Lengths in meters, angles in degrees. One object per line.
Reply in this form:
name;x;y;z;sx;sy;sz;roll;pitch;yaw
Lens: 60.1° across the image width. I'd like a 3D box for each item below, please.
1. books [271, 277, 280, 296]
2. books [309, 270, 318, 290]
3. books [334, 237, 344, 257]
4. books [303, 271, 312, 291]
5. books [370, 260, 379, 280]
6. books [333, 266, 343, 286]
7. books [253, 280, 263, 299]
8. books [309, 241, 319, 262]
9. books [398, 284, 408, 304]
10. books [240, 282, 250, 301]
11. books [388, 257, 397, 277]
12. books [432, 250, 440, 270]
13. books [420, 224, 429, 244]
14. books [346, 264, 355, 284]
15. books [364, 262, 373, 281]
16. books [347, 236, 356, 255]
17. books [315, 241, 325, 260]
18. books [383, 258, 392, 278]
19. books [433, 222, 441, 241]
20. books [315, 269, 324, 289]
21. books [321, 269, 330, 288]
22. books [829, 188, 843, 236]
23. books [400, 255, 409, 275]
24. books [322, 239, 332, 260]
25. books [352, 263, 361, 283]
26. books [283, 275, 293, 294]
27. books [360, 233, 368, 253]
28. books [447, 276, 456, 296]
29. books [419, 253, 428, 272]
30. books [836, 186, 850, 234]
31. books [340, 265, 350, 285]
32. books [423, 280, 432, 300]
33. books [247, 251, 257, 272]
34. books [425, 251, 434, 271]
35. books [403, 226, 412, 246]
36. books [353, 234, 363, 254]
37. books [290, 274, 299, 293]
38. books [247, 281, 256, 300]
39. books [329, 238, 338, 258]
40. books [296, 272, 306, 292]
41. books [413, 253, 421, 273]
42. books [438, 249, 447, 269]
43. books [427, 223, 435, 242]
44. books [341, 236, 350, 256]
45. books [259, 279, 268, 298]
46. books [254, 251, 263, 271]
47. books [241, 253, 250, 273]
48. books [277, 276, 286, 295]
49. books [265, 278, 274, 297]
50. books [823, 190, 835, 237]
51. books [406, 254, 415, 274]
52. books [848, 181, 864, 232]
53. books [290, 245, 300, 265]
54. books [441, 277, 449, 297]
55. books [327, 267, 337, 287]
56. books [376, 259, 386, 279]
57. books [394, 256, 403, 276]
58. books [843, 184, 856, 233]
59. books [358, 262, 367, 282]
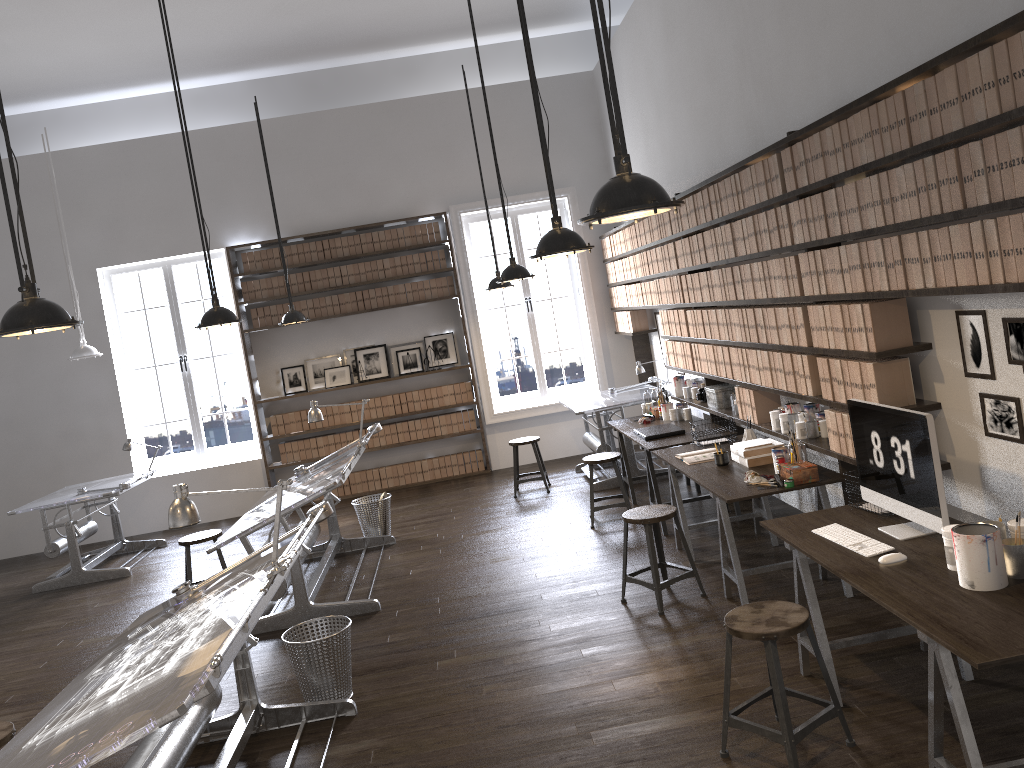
books;-2.659;-1.096;10.017;0.067;0.225;0.175;-10;3;-3
books;-2.237;-1.170;10.053;0.067;0.225;0.175;-10;3;-3
books;-1.954;-1.542;10.058;0.067;0.225;0.175;-10;3;-4
books;-2.309;-1.157;10.042;0.067;0.225;0.175;-10;3;-4
books;-1.558;-1.289;10.098;0.067;0.225;0.175;-10;3;-3
books;-1.968;-1.217;10.068;0.067;0.225;0.175;-10;3;-4
books;-2.857;-1.061;10.005;0.067;0.225;0.175;-10;3;-3
books;-2.236;-1.493;10.041;0.067;0.225;0.175;-10;3;-4
books;-1.244;-1.028;10.125;0.067;0.225;0.175;-10;3;-4
books;-2.996;-1.038;10.001;0.067;0.225;0.175;-10;3;-4
books;-1.356;-1.324;10.112;0.067;0.225;0.175;-10;3;-3
books;-0.868;-1.410;10.147;0.067;0.225;0.175;-10;3;-4
books;-0.997;-1.710;10.131;0.067;0.225;0.175;-10;3;-4
books;-1.823;-1.242;10.078;0.067;0.225;0.175;-10;3;-4
books;-1.627;-1.277;10.095;0.067;0.225;0.175;-10;3;-3
books;-1.815;-1.567;10.075;0.067;0.225;0.175;-10;3;-3
books;-2.166;-1.505;10.050;0.067;0.225;0.175;-10;3;-4
books;-1.418;-1.313;10.106;0.067;0.225;0.175;-10;3;-3
books;-0.857;-1.734;10.136;0.067;0.225;0.175;-10;3;-3
books;-2.172;-1.181;10.055;0.067;0.225;0.175;-10;3;-4
books;-2.110;-1.192;10.055;0.067;0.225;0.175;-10;3;-3
books;1.595;-0.815;4.147;0.174;0.225;0.067;-10;2;-4
books;-1.224;-1.347;10.122;0.067;0.225;0.175;-10;3;-3
books;-2.092;-1.518;10.050;0.067;0.225;0.175;-10;3;-3
books;-1.761;-1.253;10.084;0.067;0.225;0.175;-10;3;-4
books;-2.523;-1.120;10.033;0.067;0.225;0.175;-10;3;-4
books;-1.673;-1.592;10.082;0.067;0.225;0.175;-10;3;-3
books;-0.699;-1.123;10.165;0.067;0.225;0.175;-10;3;-3
books;-1.015;-1.384;10.137;0.067;0.225;0.175;-10;3;-4
books;1.604;-0.810;4.076;0.174;0.225;0.067;-10;2;-4
books;-1.894;-1.230;10.071;0.067;0.225;0.175;-10;3;-3
books;-0.966;-1.076;10.144;0.067;0.225;0.175;-10;3;-3
books;-2.918;-1.373;9.992;0.067;0.225;0.175;-10;3;-4
books;-0.941;-1.397;10.137;0.067;0.225;0.175;-10;3;-3
books;-1.190;-1.676;10.114;0.067;0.225;0.175;-10;3;-4
books;-1.746;-1.579;10.078;0.067;0.225;0.175;-10;3;-3
books;-2.453;-1.132;10.033;0.067;0.225;0.175;-10;3;-3
books;-2.927;-1.049;10.004;0.067;0.225;0.175;-10;3;-4
books;-2.019;-1.531;10.061;0.067;0.225;0.175;-10;3;-4
books;-2.383;-1.145;10.043;0.067;0.225;0.175;-10;3;-3
books;-1.085;-1.371;10.128;0.067;0.225;0.175;-10;3;-4
books;-0.794;-1.423;10.150;0.067;0.225;0.175;-10;3;-3
books;-0.927;-1.722;10.136;0.067;0.225;0.175;-10;3;-4
books;-1.883;-1.555;10.067;0.067;0.225;0.175;-10;3;-4
books;-2.786;-1.074;10.011;0.067;0.225;0.175;-10;3;-4
books;-2.847;-1.386;10.000;0.067;0.225;0.175;-10;3;-4
books;-2.989;-1.361;9.987;0.067;0.225;0.175;-10;3;-3
books;-2.593;-1.108;10.028;0.067;0.225;0.175;-10;3;-4
books;-2.725;-1.085;10.017;0.067;0.225;0.175;-10;3;-4
books;1.594;-0.821;4.218;0.174;0.225;0.067;-10;2;-4
books;-1.155;-1.360;10.127;0.067;0.225;0.175;-10;3;-3
books;1.608;-0.799;3.938;0.174;0.225;0.067;-10;2;-4
books;-2.441;-1.457;10.025;0.067;0.225;0.175;-10;3;-4
books;-0.768;-1.111;10.159;0.067;0.225;0.175;-10;3;-3
books;-2.039;-1.204;10.060;0.067;0.225;0.175;-10;3;-4
books;-1.489;-1.301;10.099;0.067;0.225;0.175;-10;3;-4
books;-1.290;-1.335;10.112;0.067;0.225;0.175;-10;3;-4
books;1.609;-0.805;4.006;0.174;0.225;0.067;-10;2;-4
books;-1.695;-1.264;10.084;0.067;0.225;0.175;-10;3;-3
